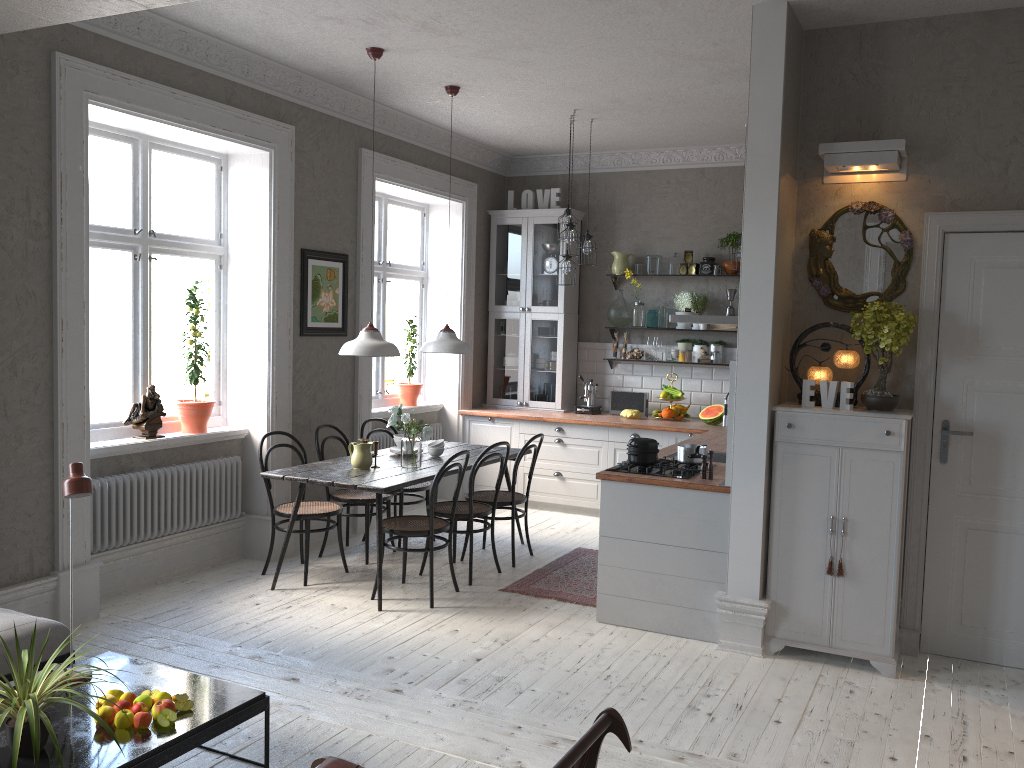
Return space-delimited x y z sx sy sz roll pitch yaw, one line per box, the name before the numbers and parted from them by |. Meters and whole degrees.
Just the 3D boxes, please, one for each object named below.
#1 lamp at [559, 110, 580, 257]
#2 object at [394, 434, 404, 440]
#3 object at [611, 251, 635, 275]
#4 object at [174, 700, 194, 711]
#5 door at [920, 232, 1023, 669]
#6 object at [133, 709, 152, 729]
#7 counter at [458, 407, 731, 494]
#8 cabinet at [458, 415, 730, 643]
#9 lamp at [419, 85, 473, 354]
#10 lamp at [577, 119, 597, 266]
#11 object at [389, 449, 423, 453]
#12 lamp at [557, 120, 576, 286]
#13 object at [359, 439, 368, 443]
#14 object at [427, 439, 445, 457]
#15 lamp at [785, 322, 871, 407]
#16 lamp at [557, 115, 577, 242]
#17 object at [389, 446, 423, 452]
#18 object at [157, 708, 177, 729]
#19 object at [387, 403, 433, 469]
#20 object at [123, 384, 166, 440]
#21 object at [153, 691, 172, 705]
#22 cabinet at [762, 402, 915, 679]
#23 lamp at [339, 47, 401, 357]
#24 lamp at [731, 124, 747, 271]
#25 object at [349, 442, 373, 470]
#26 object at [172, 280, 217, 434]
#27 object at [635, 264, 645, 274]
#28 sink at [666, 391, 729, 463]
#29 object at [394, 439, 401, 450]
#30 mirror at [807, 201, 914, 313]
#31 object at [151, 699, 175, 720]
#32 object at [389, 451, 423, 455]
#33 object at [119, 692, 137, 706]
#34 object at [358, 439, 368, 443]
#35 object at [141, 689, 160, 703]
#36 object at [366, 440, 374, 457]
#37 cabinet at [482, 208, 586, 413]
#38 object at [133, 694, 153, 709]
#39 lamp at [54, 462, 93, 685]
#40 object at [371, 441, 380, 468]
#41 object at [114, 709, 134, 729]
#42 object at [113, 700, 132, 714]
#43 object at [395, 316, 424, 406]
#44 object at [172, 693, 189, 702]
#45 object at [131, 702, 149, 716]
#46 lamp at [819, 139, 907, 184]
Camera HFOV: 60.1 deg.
lamp | 0.464 -1.846 6.722 0.148 1.735 0.145 0 4 -17
object | -0.747 0.412 6.264 0.177 0.094 0.182 3 4 17
object | 1.025 -1.122 8.262 0.187 0.216 0.177 5 5 40
object | -1.149 1.122 3.095 0.068 0.037 0.046 -1 5 -37
door | 2.509 0.342 4.430 0.739 2.183 0.081 3 4 25
object | -1.231 1.119 2.952 0.057 0.058 0.056 -2 5 -39
counter | 0.535 0.388 6.839 3.109 0.039 3.447 4 4 26
cabinet | 0.993 0.816 6.810 2.013 0.854 4.143 1 4 -17
lamp | -0.441 -1.144 6.231 0.372 1.858 0.387 4 5 34
lamp | 0.618 -1.811 7.005 0.145 1.735 0.148 2 4 13
object | -0.748 0.476 6.269 0.238 0.027 0.236 1 4 -6
lamp | 0.460 -1.662 7.092 0.147 1.735 0.146 1 4 -7
object | -0.967 0.441 5.763 0.063 0.172 0.060 -2 5 -42
object | -0.535 0.449 6.213 0.122 0.119 0.130 5 5 42
lamp | 1.665 -0.046 4.661 0.441 0.558 0.175 4 5 33
lamp | 0.456 -1.990 6.898 0.145 1.735 0.148 2 4 13
object | -0.748 0.468 6.268 0.242 0.027 0.232 -2 5 -41
object | -1.161 1.122 2.970 0.057 0.053 0.061 4 5 32
object | -0.651 0.332 5.703 0.307 0.414 0.255 3 4 24
object | -2.247 0.170 5.416 0.118 0.329 0.241 4 4 28
object | -1.222 1.108 3.097 0.059 0.062 0.064 2 4 8
cabinet | 1.684 0.772 4.588 0.655 1.297 0.390 3 4 26
lamp | -0.854 -1.101 5.422 0.386 1.858 0.373 0 4 -26
lamp | 1.845 -1.771 7.008 0.149 1.735 0.144 -1 5 -32
object | -0.961 0.451 5.627 0.151 0.170 0.134 1 4 -13
object | -2.060 -0.179 5.749 0.274 0.991 0.265 0 4 -25
object | 1.192 -1.063 8.251 0.101 0.111 0.105 4 4 26
sink | 1.313 0.362 5.732 0.519 0.720 0.494 4 4 26
object | -0.747 0.432 6.265 0.177 0.094 0.182 3 4 17
mirror | 1.837 -0.674 4.691 0.524 0.593 0.072 3 4 25
object | -1.191 1.112 3.028 0.076 0.064 0.073 -1 5 -33
object | -0.748 0.485 6.269 0.232 0.027 0.242 6 5 44
object | -1.341 1.106 3.092 0.057 0.058 0.059 2 4 9
object | -0.987 0.434 5.854 0.095 0.172 0.096 2 4 7
object | -1.284 1.114 3.145 0.063 0.039 0.067 4 5 32
object | -1.008 0.444 6.135 0.138 0.112 0.140 2 4 9
cabinet | 0.211 -0.695 8.579 0.865 1.921 0.394 3 4 26
object | -1.282 1.109 3.074 0.062 0.058 0.060 0 4 -19
lamp | -1.622 0.696 3.264 0.140 0.839 0.247 0 4 -28
object | -0.874 0.452 5.679 0.058 0.167 0.060 5 5 39
object | -1.292 1.114 2.954 0.063 0.063 0.060 -1 5 -32
object | -1.334 1.112 3.027 0.057 0.056 0.061 3 4 13
object | -0.926 -0.211 8.008 0.265 0.813 0.254 -1 5 -36
object | -1.183 1.118 3.157 0.047 0.036 0.062 5 5 37
object | -1.268 1.113 3.014 0.056 0.058 0.059 3 4 17
lamp | 1.816 -1.148 4.584 0.409 0.171 0.223 4 4 26
